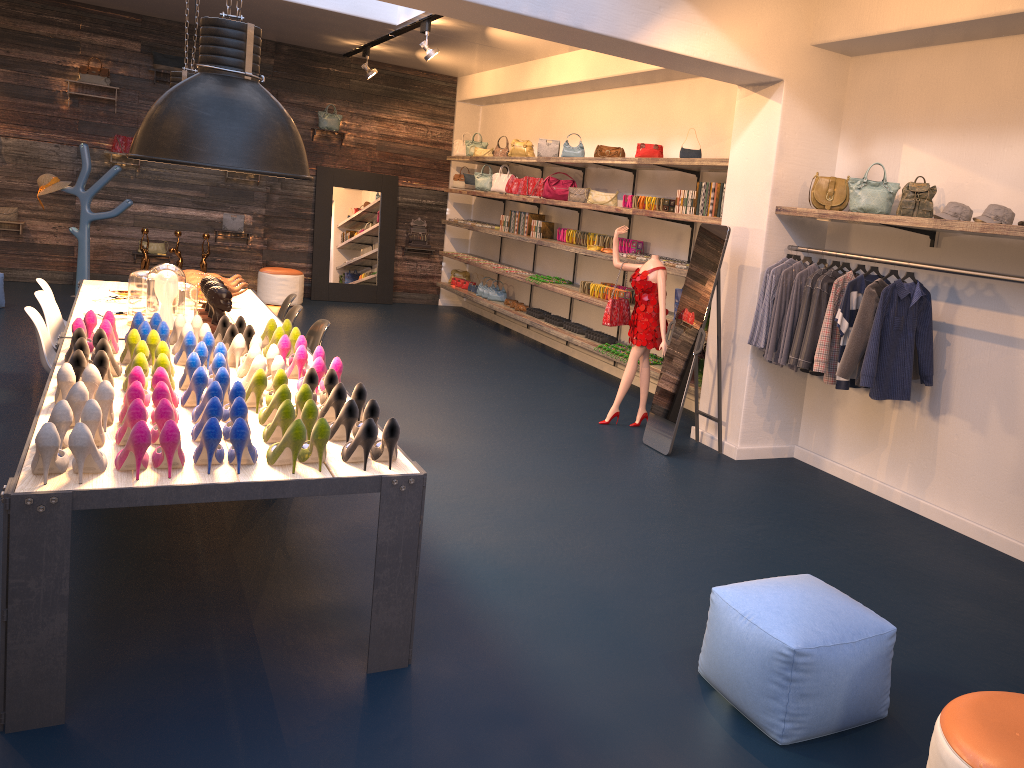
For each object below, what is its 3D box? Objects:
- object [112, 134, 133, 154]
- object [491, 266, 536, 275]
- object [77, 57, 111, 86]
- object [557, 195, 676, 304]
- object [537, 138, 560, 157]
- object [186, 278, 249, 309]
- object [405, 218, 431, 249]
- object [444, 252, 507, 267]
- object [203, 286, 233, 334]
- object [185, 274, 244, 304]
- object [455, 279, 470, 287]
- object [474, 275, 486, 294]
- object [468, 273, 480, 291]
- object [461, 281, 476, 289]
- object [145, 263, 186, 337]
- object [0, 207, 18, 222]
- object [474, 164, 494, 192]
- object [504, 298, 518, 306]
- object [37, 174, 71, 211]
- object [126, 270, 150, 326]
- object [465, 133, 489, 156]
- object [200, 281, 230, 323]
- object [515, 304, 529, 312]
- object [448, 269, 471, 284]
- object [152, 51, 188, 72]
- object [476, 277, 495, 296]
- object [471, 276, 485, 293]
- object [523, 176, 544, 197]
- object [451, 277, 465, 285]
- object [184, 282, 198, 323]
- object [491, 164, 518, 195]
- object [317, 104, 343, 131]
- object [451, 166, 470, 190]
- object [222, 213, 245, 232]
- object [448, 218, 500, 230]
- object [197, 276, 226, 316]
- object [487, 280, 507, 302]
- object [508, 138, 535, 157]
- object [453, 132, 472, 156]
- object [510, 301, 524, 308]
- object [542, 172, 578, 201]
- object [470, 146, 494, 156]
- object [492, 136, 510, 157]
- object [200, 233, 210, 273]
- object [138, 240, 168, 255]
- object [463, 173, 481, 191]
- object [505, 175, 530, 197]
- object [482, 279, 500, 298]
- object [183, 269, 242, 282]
[{"bbox_3d":[-4.925,-3.055,11.101,0.347,0.252,0.128,-2,11,-40],"label":"object"},{"bbox_3d":[-0.007,-1.482,11.296,0.380,0.029,0.835,2,13,-25],"label":"object"},{"bbox_3d":[-5.198,-3.899,10.811,0.371,0.331,0.158,3,8,-18],"label":"object"},{"bbox_3d":[1.022,-1.476,9.354,0.487,1.122,2.539,3,12,-24],"label":"object"},{"bbox_3d":[0.443,-2.811,10.376,0.266,0.227,0.082,9,8,13],"label":"object"},{"bbox_3d":[-2.100,-0.641,6.188,0.206,0.201,0.477,15,14,42],"label":"object"},{"bbox_3d":[-1.420,-2.306,13.237,0.384,0.456,0.220,2,9,-28],"label":"object"},{"bbox_3d":[-0.558,-1.807,12.529,0.377,0.024,1.767,2,13,-25],"label":"object"},{"bbox_3d":[-1.779,-0.452,5.282,0.165,0.282,0.145,2,9,-28],"label":"object"},{"bbox_3d":[-2.194,-0.697,6.399,0.206,0.201,0.477,15,14,42],"label":"object"},{"bbox_3d":[-0.737,-1.505,13.026,0.217,0.117,0.092,8,9,5],"label":"object"},{"bbox_3d":[-0.430,-1.419,12.424,0.200,0.277,0.059,7,7,1],"label":"object"},{"bbox_3d":[-0.534,-1.481,12.657,0.200,0.277,0.059,7,7,1],"label":"object"},{"bbox_3d":[-0.638,-1.458,12.860,0.217,0.117,0.092,8,9,6],"label":"object"},{"bbox_3d":[-2.010,-0.496,5.044,0.218,0.408,0.187,0,10,-38],"label":"object"},{"bbox_3d":[-6.173,-2.074,10.579,0.096,0.173,0.292,13,12,40],"label":"object"},{"bbox_3d":[-0.359,-2.864,12.063,0.355,0.363,0.184,9,8,14],"label":"object"},{"bbox_3d":[0.008,-1.085,11.553,0.222,0.082,0.228,4,12,-15],"label":"object"},{"bbox_3d":[-5.378,-2.243,10.204,0.360,0.436,0.334,1,10,-30],"label":"object"},{"bbox_3d":[-2.205,-0.519,5.222,0.191,0.332,0.182,5,8,-9],"label":"object"},{"bbox_3d":[-0.517,-3.469,12.627,0.355,0.363,0.184,9,8,14],"label":"object"},{"bbox_3d":[-1.876,-0.510,5.499,0.165,0.282,0.145,2,9,-28],"label":"object"},{"bbox_3d":[0.150,-0.969,11.086,0.229,0.082,0.220,-1,14,-36],"label":"object"},{"bbox_3d":[-0.798,-1.652,13.415,0.365,0.231,0.204,8,9,4],"label":"object"},{"bbox_3d":[-4.418,-4.140,11.198,0.451,0.229,0.166,-1,11,-35],"label":"object"},{"bbox_3d":[-0.356,-1.361,12.169,0.276,0.279,0.097,6,8,0],"label":"object"},{"bbox_3d":[-0.482,-1.451,12.549,0.205,0.277,0.058,5,7,-8],"label":"object"},{"bbox_3d":[0.266,-2.413,10.597,0.298,0.247,0.146,13,11,34],"label":"object"},{"bbox_3d":[-0.817,-1.553,13.206,0.217,0.117,0.092,8,9,5],"label":"object"},{"bbox_3d":[-1.996,-0.475,5.250,0.189,0.286,0.161,0,11,-38],"label":"object"},{"bbox_3d":[-0.084,-2.748,11.636,0.402,0.382,0.206,11,9,24],"label":"object"},{"bbox_3d":[-2.576,-3.775,12.294,0.399,0.363,0.163,-1,11,-40],"label":"object"},{"bbox_3d":[-0.722,-3.088,12.996,0.339,0.331,0.173,9,8,16],"label":"object"},{"bbox_3d":[-3.808,-2.213,11.896,0.286,0.227,0.076,4,8,-13],"label":"object"},{"bbox_3d":[-0.487,-2.332,12.622,0.515,0.059,1.434,2,13,-25],"label":"object"},{"bbox_3d":[-1.970,-0.566,5.710,0.165,0.282,0.145,2,9,-28],"label":"object"},{"bbox_3d":[-0.191,-1.269,11.830,0.271,0.279,0.098,7,8,6],"label":"object"},{"bbox_3d":[0.124,-2.982,10.995,0.351,0.231,0.212,11,10,21],"label":"object"},{"bbox_3d":[-0.669,-3.589,13.054,0.433,0.382,0.191,6,8,-6],"label":"object"},{"bbox_3d":[0.090,-1.027,11.325,0.229,0.082,0.219,-2,14,-37],"label":"object"},{"bbox_3d":[0.556,-2.315,10.164,0.371,0.334,0.281,-1,12,-38],"label":"object"},{"bbox_3d":[-0.448,-3.306,12.377,0.344,0.172,0.246,12,11,24],"label":"object"},{"bbox_3d":[-0.131,-3.191,11.693,0.273,0.296,0.111,13,10,33],"label":"object"},{"bbox_3d":[-2.437,-0.972,6.924,0.130,0.464,0.151,12,9,39],"label":"object"},{"bbox_3d":[-4.704,-1.795,11.419,0.214,0.172,0.395,15,14,39],"label":"object"},{"bbox_3d":[-0.518,-2.917,12.549,0.407,0.229,0.184,9,9,10],"label":"object"},{"bbox_3d":[0.087,-2.539,11.088,0.321,0.251,0.146,11,9,21],"label":"object"},{"bbox_3d":[-0.274,-1.315,11.999,0.271,0.279,0.098,7,8,6],"label":"object"},{"bbox_3d":[-2.294,-0.758,6.628,0.477,0.201,0.207,-3,13,-41],"label":"object"}]
